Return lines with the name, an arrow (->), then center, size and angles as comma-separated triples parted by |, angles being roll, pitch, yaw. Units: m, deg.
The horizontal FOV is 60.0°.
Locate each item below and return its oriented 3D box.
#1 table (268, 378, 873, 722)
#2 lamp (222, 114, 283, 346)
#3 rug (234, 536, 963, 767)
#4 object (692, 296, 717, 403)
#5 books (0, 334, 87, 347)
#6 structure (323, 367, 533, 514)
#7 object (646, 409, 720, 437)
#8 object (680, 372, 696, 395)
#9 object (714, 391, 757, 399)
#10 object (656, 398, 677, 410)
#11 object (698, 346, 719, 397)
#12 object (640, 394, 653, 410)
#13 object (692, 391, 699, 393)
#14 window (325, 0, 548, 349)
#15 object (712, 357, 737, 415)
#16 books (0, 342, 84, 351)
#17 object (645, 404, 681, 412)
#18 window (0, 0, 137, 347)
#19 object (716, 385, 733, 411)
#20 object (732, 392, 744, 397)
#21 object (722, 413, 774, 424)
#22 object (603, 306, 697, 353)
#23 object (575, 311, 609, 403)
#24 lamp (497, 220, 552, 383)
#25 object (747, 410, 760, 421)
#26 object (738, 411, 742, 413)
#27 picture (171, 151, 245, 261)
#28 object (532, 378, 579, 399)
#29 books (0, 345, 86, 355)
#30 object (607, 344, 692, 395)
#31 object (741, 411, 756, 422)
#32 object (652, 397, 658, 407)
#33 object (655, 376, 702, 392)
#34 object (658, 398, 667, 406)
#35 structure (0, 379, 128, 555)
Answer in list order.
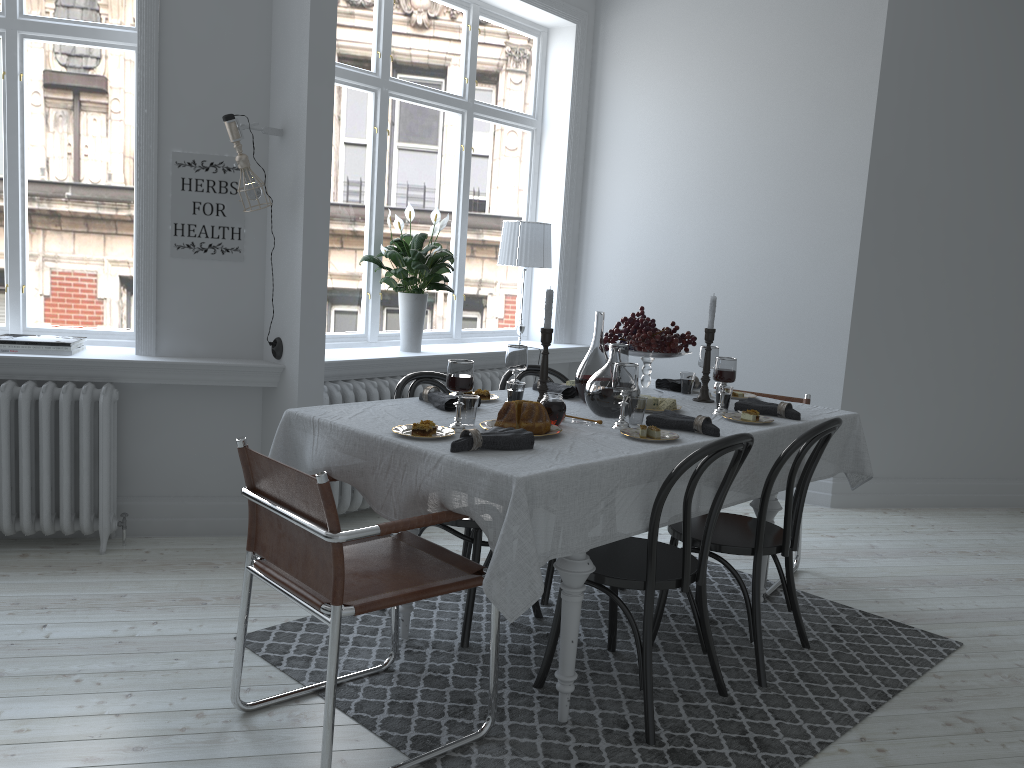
table -> 0.314, 0.512, 3.273 | 1.210, 0.842, 2.179 | 11, 11, 43
lamp -> -1.108, -0.640, 3.816 | 0.312, 0.977, 0.131 | -3, 10, -39
rug -> 0.393, 0.936, 3.261 | 1.701, 0.021, 2.166 | 11, 11, 44
object -> 0.800, -0.143, 3.612 | 0.089, 0.432, 0.089 | 5, 8, 9
books -> -2.094, -0.194, 3.914 | 0.341, 0.016, 0.274 | 2, 8, -12
structure -> -0.468, 0.313, 4.868 | 0.245, 0.753, 1.710 | 10, 10, 39
object -> 0.591, 0.122, 2.967 | 0.247, 0.061, 0.165 | 7, 9, 26
object -> 0.752, -0.002, 3.812 | 0.066, 0.094, 0.066 | 0, 9, -25
object -> 0.965, 0.049, 3.835 | 0.182, 0.013, 0.182 | 3, 8, -4
object -> 0.572, 0.075, 3.283 | 0.078, 0.040, 0.039 | -3, 10, -38
object -> 0.834, -0.053, 3.784 | 0.083, 0.215, 0.083 | 3, 8, -9
object -> 0.496, 0.070, 3.316 | 0.056, 0.056, 0.100 | 4, 8, 3
object -> 0.828, 0.031, 3.904 | 0.031, 0.012, 0.131 | 10, 10, 39
window -> -0.513, -1.241, 5.117 | 0.061, 2.080, 2.079 | 10, 10, 39
object -> 0.791, 0.009, 3.318 | 0.083, 0.215, 0.083 | 3, 8, -9
books -> -2.096, -0.175, 3.906 | 0.337, 0.019, 0.254 | 2, 8, -15
object -> 0.512, 0.085, 3.352 | 0.251, 0.018, 0.251 | 2, 8, -13
window -> -2.534, -1.211, 3.954 | 1.716, 2.080, 0.061 | 2, 8, -13
object -> 0.817, 0.055, 3.426 | 0.066, 0.094, 0.066 | 0, 9, -25
object -> 0.976, 0.045, 3.840 | 0.037, 0.021, 0.057 | 2, 8, -13
object -> 0.855, 0.128, 3.216 | 0.182, 0.013, 0.182 | 4, 8, 1
object -> 0.598, -0.221, 3.770 | 0.347, 0.215, 0.318 | 10, 10, 38
object -> 0.323, -0.100, 3.386 | 0.152, 0.352, 0.152 | 10, 10, 37
lamp -> 0.049, -0.317, 5.442 | 0.335, 1.331, 0.335 | 0, 9, -26
object -> 0.878, 0.113, 3.234 | 0.051, 0.039, 0.036 | 8, 9, 26
object -> 0.904, 0.116, 3.327 | 0.131, 0.012, 0.031 | 11, 11, 43
picture -> -1.350, -0.785, 3.941 | 0.311, 0.457, 0.003 | 2, 8, -13
object -> 0.166, 0.016, 3.541 | 0.247, 0.061, 0.165 | 7, 9, 26
books -> -2.091, -0.156, 3.909 | 0.343, 0.019, 0.254 | 2, 8, -13
object -> 0.576, -0.059, 3.790 | 0.367, 0.188, 0.367 | 8, 9, 27
object -> 0.854, 0.117, 3.201 | 0.021, 0.037, 0.057 | -1, 9, -32
object -> 0.528, 0.071, 3.384 | 0.077, 0.039, 0.040 | -4, 11, -43
object -> 0.744, -0.007, 3.976 | 0.165, 0.061, 0.247 | 7, 9, 26
object -> 0.573, 0.077, 3.346 | 0.040, 0.040, 0.077 | 4, 8, 6
structure -> -2.496, 0.343, 3.699 | 1.673, 0.753, 0.245 | 2, 8, -13
